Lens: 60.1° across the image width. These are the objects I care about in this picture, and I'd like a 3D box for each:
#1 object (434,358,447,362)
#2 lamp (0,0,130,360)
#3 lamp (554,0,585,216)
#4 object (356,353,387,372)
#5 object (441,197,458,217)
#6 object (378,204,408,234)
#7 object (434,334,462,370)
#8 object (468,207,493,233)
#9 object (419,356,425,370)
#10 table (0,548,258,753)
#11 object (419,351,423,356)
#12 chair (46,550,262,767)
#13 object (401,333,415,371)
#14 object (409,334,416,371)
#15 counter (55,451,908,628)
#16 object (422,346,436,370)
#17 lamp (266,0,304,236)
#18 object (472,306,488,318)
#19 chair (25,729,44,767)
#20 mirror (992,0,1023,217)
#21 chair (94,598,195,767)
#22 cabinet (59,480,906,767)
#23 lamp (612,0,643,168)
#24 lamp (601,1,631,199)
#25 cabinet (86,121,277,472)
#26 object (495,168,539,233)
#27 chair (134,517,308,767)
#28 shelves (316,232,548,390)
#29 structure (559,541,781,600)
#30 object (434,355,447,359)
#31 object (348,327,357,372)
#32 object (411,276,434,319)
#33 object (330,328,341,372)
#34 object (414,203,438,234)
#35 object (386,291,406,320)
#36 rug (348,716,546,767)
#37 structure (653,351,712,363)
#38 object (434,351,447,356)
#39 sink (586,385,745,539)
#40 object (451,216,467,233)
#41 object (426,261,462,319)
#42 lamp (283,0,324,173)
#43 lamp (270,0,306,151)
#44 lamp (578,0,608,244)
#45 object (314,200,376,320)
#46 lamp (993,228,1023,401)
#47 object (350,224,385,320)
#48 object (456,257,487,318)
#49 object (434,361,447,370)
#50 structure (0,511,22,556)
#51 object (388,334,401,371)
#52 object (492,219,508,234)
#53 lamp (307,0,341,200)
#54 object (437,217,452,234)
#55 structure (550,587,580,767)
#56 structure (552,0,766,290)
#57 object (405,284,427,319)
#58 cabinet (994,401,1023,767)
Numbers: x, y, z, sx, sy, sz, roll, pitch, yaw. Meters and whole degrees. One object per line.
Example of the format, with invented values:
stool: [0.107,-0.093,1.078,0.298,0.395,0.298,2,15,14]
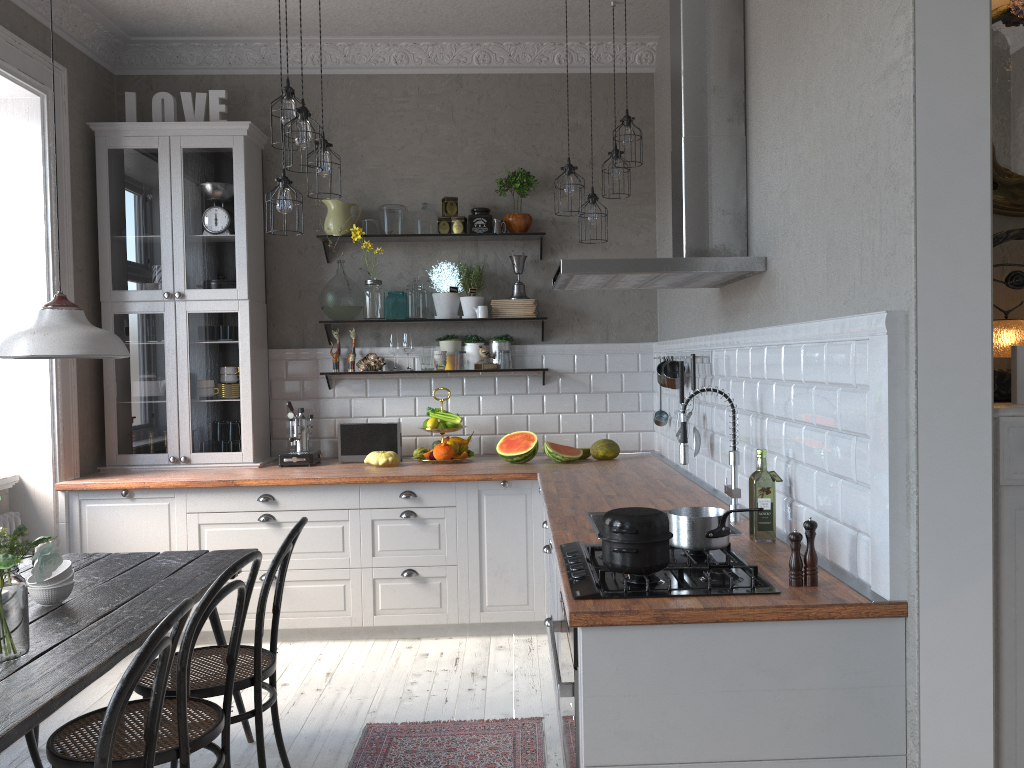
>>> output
object: [-0.414,-0.123,5.138,0.078,0.051,0.077,-1,1,-8]
lamp: [-1.398,-1.005,2.695,0.378,1.858,0.381,-1,2,6]
lamp: [0.274,-1.720,4.429,0.144,1.735,0.149,0,2,31]
object: [-0.828,-0.127,5.185,0.179,0.111,0.095,-2,2,-24]
object: [-0.363,-1.030,5.171,0.084,0.113,0.081,-2,2,-21]
object: [-0.695,-0.947,5.179,0.168,0.184,0.175,0,2,38]
object: [-0.379,-0.193,5.264,0.159,0.217,0.153,-2,2,-21]
object: [-0.184,-0.953,5.239,0.142,0.174,0.142,-1,1,-1]
object: [-0.513,-0.123,5.252,0.077,0.083,0.079,-1,2,17]
table: [-1.404,1.020,2.396,0.906,0.735,1.917,-1,1,0]
object: [-0.514,-0.156,5.252,0.077,0.083,0.079,-1,2,17]
chair: [-0.957,0.919,2.396,0.547,0.920,0.440,-1,1,6]
object: [-0.603,-0.185,5.139,0.083,0.217,0.081,-1,2,-15]
object: [-0.606,-0.187,5.229,0.083,0.217,0.081,-1,2,-15]
counter: [-0.675,0.499,3.640,3.166,0.039,3.386,-1,1,-1]
object: [-0.483,-0.149,5.178,0.080,0.139,0.077,-2,2,-28]
lamp: [-1.012,-1.527,3.866,0.150,1.735,0.144,-2,2,-34]
object: [-0.172,-0.417,5.147,0.104,0.071,0.064,0,2,29]
chair: [-1.870,0.923,2.883,0.545,0.920,0.441,-1,2,11]
mirror: [1.405,-0.753,2.390,0.533,0.593,0.071,-1,1,-2]
chair: [-0.954,0.932,1.863,0.551,0.920,0.436,-1,1,-4]
cabinet: [-0.215,0.897,3.816,4.105,0.854,2.030,0,2,45]
lamp: [0.576,-1.986,4.504,0.149,1.735,0.144,-2,2,-29]
lamp: [0.537,-1.861,4.675,0.143,1.735,0.150,0,2,41]
cabinet: [-1.844,-0.468,5.026,0.881,1.921,0.387,-1,1,-2]
object: [0.047,-1.068,5.199,0.257,0.397,0.245,0,2,23]
chair: [-0.938,0.906,2.880,0.551,0.920,0.436,-1,1,-4]
shelves: [-0.453,-0.406,5.221,1.318,0.923,0.228,-1,1,-2]
structure: [0.390,0.479,2.387,0.497,0.031,0.605,-1,1,-1]
object: [-0.415,-0.140,5.138,0.076,0.051,0.078,-1,2,18]
object: [-0.933,-0.201,5.204,0.052,0.264,0.063,0,2,35]
object: [-0.537,-0.509,5.306,0.131,0.264,0.132,-1,1,4]
object: [-1.038,-0.199,5.215,0.054,0.264,0.060,-2,2,-30]
object: [-0.516,-0.970,5.280,0.143,0.220,0.137,-2,2,-42]
object: [-0.683,-0.460,5.240,0.126,0.172,0.126,-1,1,2]
rug: [-0.222,1.343,2.870,0.737,0.014,1.287,-1,1,0]
structure: [0.811,-0.127,4.294,0.094,0.053,1.084,-1,1,0]
object: [-0.415,-0.165,5.137,0.078,0.051,0.076,-1,2,-15]
sink: [0.532,0.368,3.035,0.529,0.720,0.485,-1,1,-1]
object: [-0.307,-0.919,5.185,0.082,0.113,0.083,-1,1,9]
object: [-0.374,-0.557,5.251,0.242,0.354,0.237,-1,2,17]
lamp: [-0.854,-1.731,3.550,0.150,1.735,0.143,-3,2,-44]
lamp: [-0.952,-1.864,3.702,0.148,1.735,0.145,-1,2,-14]
lamp: [0.405,-1.604,4.571,0.149,1.735,0.144,-2,2,-29]
object: [-1.004,-0.705,5.122,0.341,0.674,0.331,-2,2,-33]
lamp: [1.309,-0.119,2.273,0.447,0.558,0.172,-1,1,6]
object: [-0.828,-0.639,5.086,0.193,0.540,0.279,-1,2,-9]
object: [-0.241,-0.571,5.204,0.188,0.380,0.166,-2,2,-40]
object: [-0.414,-0.105,5.138,0.078,0.051,0.077,-1,1,-8]
structure: [-2.454,0.850,3.778,0.149,0.428,1.220,-1,1,-2]
object: [-0.693,-0.185,5.229,0.083,0.217,0.081,-1,2,-15]
object: [-0.072,-0.914,5.146,0.093,0.096,0.074,-1,1,-1]
lamp: [-0.840,-1.689,3.866,0.148,1.735,0.145,-1,2,-14]
object: [-0.394,-0.917,5.185,0.083,0.113,0.082,-1,1,-1]
structure: [0.423,0.842,2.393,0.619,0.623,0.621,-1,1,-1]
structure: [0.510,-1.190,3.393,0.714,1.596,0.711,-1,1,-1]
object: [-0.560,-0.476,5.156,0.123,0.206,0.126,0,2,21]
cabinet: [1.421,0.692,2.202,0.667,1.297,0.383,-1,1,-2]
